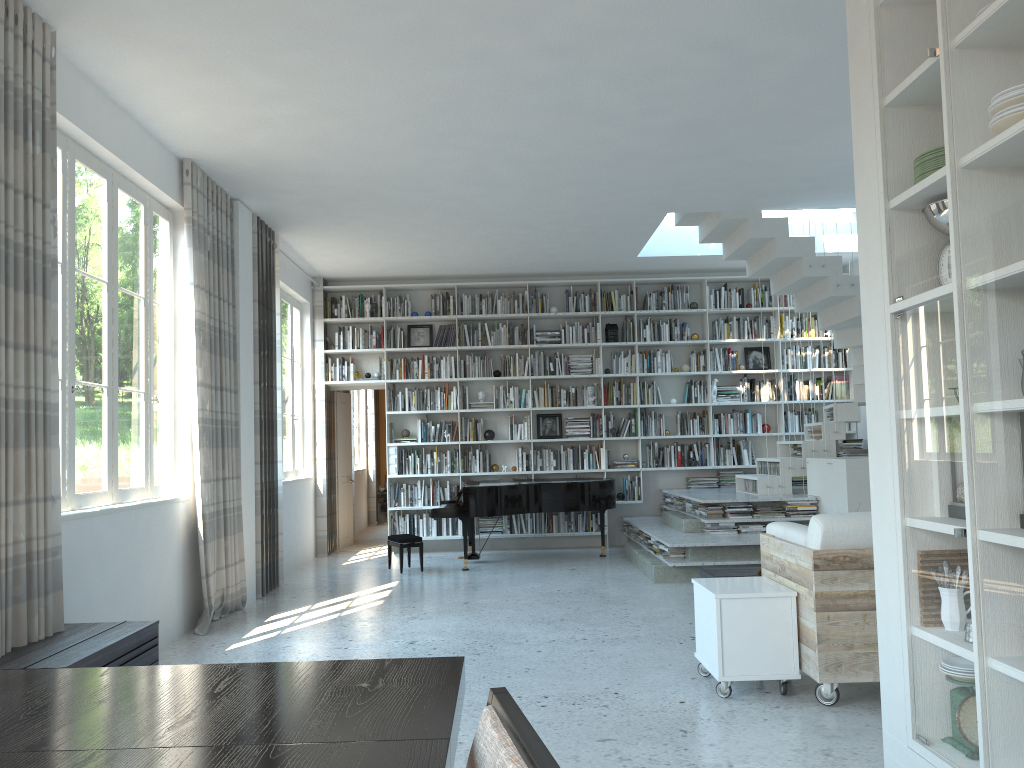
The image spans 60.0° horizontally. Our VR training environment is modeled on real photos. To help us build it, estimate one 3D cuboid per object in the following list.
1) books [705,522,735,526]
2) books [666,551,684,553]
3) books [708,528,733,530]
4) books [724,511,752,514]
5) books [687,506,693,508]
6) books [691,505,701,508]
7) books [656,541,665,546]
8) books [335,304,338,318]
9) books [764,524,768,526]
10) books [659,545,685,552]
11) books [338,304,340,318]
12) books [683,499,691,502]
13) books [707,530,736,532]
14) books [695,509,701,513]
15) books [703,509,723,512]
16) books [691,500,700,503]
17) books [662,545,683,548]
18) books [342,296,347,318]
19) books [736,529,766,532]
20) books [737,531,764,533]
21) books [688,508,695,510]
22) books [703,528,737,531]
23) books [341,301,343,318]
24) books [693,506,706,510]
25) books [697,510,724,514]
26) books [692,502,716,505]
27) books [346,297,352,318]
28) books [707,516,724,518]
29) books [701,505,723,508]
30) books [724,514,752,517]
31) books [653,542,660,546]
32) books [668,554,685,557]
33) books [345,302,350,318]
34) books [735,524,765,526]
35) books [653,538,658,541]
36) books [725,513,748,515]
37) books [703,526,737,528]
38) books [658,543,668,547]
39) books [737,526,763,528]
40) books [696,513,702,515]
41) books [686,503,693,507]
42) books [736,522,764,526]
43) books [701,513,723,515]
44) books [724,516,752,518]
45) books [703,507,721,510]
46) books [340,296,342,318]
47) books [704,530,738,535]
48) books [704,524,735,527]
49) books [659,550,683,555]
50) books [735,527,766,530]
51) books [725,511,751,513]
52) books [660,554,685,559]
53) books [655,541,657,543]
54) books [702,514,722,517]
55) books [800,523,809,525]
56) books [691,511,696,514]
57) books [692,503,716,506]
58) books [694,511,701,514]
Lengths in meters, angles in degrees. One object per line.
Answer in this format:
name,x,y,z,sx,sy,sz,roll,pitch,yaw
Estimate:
books,1.934,1.299,8.259,0.234,0.025,0.157,-1,-4,-6
books,1.441,1.476,7.861,0.137,0.019,0.224,-2,-4,0
books,1.935,1.340,8.254,0.210,0.012,0.168,-2,-4,3
books,2.134,1.214,8.379,0.215,0.013,0.189,-1,-4,-2
books,1.888,1.254,9.068,0.178,0.015,0.187,-2,-4,4
books,1.894,1.206,8.765,0.187,0.009,0.250,-2,-4,-1
books,1.405,1.409,7.865,0.192,0.014,0.256,-1,-4,-5
books,-2.072,-0.842,10.512,0.028,0.186,0.182,-2,-4,-1
books,2.495,1.311,8.266,0.275,0.009,0.176,-2,-4,-1
books,1.420,1.454,7.863,0.156,0.027,0.288,-1,-4,-6
books,-2.043,-0.845,10.537,0.031,0.195,0.145,-2,-4,-1
books,1.878,1.194,9.072,0.192,0.014,0.256,-1,-4,-5
books,1.935,1.362,8.260,0.264,0.006,0.164,-2,-4,0
books,1.909,1.251,8.763,0.155,0.028,0.189,-2,-4,0
books,1.924,1.207,8.488,0.137,0.012,0.242,-2,-4,0
books,1.882,1.158,8.768,0.189,0.022,0.238,-2,-4,4
books,1.419,1.433,7.864,0.165,0.015,0.243,-2,-4,3
books,-1.980,-0.892,10.523,0.028,0.283,0.189,-2,-4,-1
books,2.219,1.356,8.254,0.232,0.019,0.169,-1,-4,-6
books,2.220,1.374,8.267,0.208,0.015,0.152,-1,-4,-3
books,1.900,1.273,9.067,0.167,0.024,0.192,-2,-4,0
books,1.935,1.355,8.260,0.285,0.008,0.159,-1,-4,-3
books,-2.005,-0.863,10.531,0.024,0.227,0.157,-2,-4,-1
books,1.899,1.224,8.764,0.177,0.026,0.230,-2,-4,-1
books,1.900,1.221,8.487,0.184,0.014,0.297,-1,-4,-2
books,1.897,1.180,8.767,0.171,0.007,0.260,-1,-4,-3
books,-1.917,-0.885,10.508,0.057,0.262,0.191,-2,-4,-1
books,1.924,1.266,8.484,0.144,0.009,0.250,-2,-4,-1
books,1.915,1.175,8.489,0.149,0.014,0.228,-1,-4,-3
books,2.135,1.240,8.395,0.227,0.013,0.148,-1,-4,-3
books,1.411,1.475,8.166,0.168,0.013,0.281,-1,-4,-6
books,1.446,1.510,7.860,0.132,0.014,0.205,-2,-4,-1
books,-1.950,-0.855,10.512,0.030,0.206,0.175,-2,-4,-1
books,2.218,1.315,8.272,0.242,0.005,0.152,-2,-4,0
books,1.408,1.428,8.169,0.182,0.016,0.257,-2,-4,2
books,2.134,1.228,8.401,0.207,0.012,0.131,-1,-4,-5
books,1.934,1.328,8.259,0.292,0.012,0.159,-2,-4,2
books,1.412,1.421,7.864,0.176,0.010,0.266,-1,-4,-5
books,2.218,1.327,8.277,0.211,0.018,0.134,-2,-4,2
books,1.909,1.282,8.761,0.142,0.020,0.231,-2,-4,4
books,1.892,1.232,9.070,0.174,0.029,0.250,-1,-4,-3
books,2.218,1.306,8.275,0.220,0.013,0.149,-1,-4,-2
books,1.914,1.240,8.486,0.152,0.015,0.208,-1,-4,-4
books,2.135,1.253,8.380,0.216,0.015,0.178,-1,-4,-3
books,1.919,1.186,8.489,0.132,0.009,0.269,-2,-4,3
books,-2.023,-0.890,10.524,0.010,0.281,0.160,-2,-4,-1
books,1.936,1.375,8.239,0.262,0.023,0.200,-1,-4,-3
books,1.934,1.318,8.272,0.257,0.010,0.132,-2,-4,3
books,1.409,1.495,7.860,0.187,0.017,0.206,-2,-4,4
books,2.219,1.341,8.265,0.272,0.012,0.158,-1,-4,-3
books,2.134,1.203,8.390,0.210,0.012,0.168,-2,-4,0
books,1.417,1.526,7.858,0.184,0.017,0.230,-2,-4,1
books,1.419,1.457,8.168,0.175,0.006,0.251,-2,-4,-1
books,1.908,1.255,8.485,0.161,0.014,0.212,-2,-4,3
books,2.768,1.311,8.288,0.215,0.007,0.130,-2,-4,1
books,1.909,1.306,9.066,0.132,0.016,0.262,-2,-4,4
books,1.896,1.190,8.766,0.168,0.013,0.281,-1,-4,-4
books,1.904,1.269,8.761,0.154,0.007,0.293,-2,-4,2
